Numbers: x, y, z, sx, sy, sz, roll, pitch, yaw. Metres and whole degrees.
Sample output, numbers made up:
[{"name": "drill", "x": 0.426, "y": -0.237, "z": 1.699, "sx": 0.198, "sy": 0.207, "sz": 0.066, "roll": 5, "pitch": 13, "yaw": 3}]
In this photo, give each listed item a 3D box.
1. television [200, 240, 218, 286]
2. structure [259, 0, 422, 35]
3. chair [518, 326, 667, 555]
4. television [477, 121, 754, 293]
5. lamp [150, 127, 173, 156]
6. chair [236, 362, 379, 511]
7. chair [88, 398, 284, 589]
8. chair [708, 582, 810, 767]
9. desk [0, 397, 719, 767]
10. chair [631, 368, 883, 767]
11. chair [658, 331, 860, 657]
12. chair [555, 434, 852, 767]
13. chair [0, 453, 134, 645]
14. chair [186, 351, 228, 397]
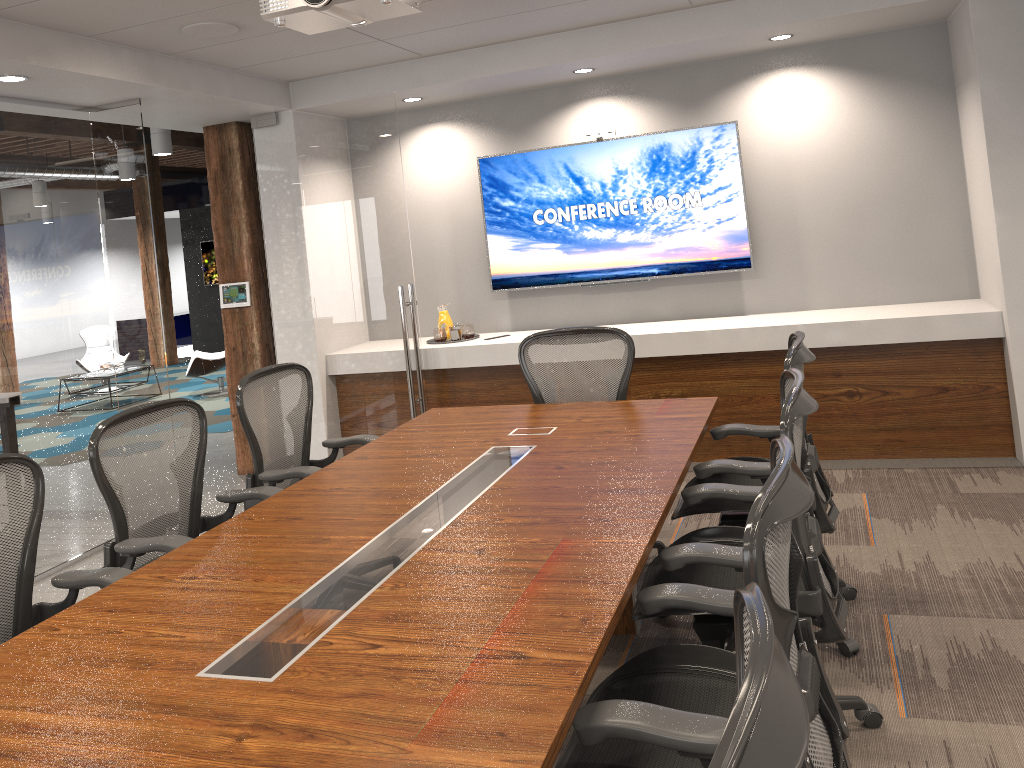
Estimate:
[{"name": "television", "x": -4.794, "y": -2.159, "z": 15.201, "sx": 1.454, "sy": 0.795, "sz": 0.049, "roll": -4, "pitch": 0, "yaw": 19}, {"name": "structure", "x": -0.606, "y": -1.477, "z": 2.996, "sx": 0.458, "sy": 0.454, "sz": 0.322, "roll": -5, "pitch": 3, "yaw": 19}, {"name": "chair", "x": 0.319, "y": 0.307, "z": 4.061, "sx": 0.769, "sy": 1.087, "sz": 0.799, "roll": -6, "pitch": 3, "yaw": 3}, {"name": "television", "x": 0.691, "y": -1.264, "z": 6.223, "sx": 1.898, "sy": 1.105, "sz": 0.065, "roll": -4, "pitch": 0, "yaw": 19}, {"name": "lamp", "x": -3.850, "y": -3.388, "z": 9.368, "sx": 0.202, "sy": 1.858, "sz": 0.207, "roll": -7, "pitch": -1, "yaw": 20}, {"name": "chair", "x": -0.817, "y": 0.452, "z": 3.941, "sx": 0.757, "sy": 1.087, "sz": 0.812, "roll": -5, "pitch": 3, "yaw": 26}, {"name": "chair", "x": -1.111, "y": 0.608, "z": 3.228, "sx": 0.791, "sy": 1.087, "sz": 0.776, "roll": -6, "pitch": 3, "yaw": 3}, {"name": "chair", "x": 0.068, "y": 0.854, "z": 1.074, "sx": 0.756, "sy": 1.087, "sz": 0.812, "roll": -5, "pitch": 3, "yaw": 21}, {"name": "desk", "x": -0.682, "y": 1.067, "z": 1.254, "sx": 1.396, "sy": 0.748, "sz": 6.153, "roll": -4, "pitch": 10, "yaw": 20}, {"name": "chair", "x": 0.615, "y": 0.529, "z": 2.600, "sx": 0.756, "sy": 1.087, "sz": 0.812, "roll": -5, "pitch": 3, "yaw": 30}, {"name": "chair", "x": 0.871, "y": 0.370, "z": 3.357, "sx": 0.756, "sy": 1.087, "sz": 0.812, "roll": -5, "pitch": 3, "yaw": 21}, {"name": "chair", "x": 0.369, "y": 0.696, "z": 1.793, "sx": 0.791, "sy": 1.087, "sz": 0.777, "roll": -6, "pitch": 3, "yaw": 5}, {"name": "chair", "x": -1.333, "y": 0.772, "z": 2.424, "sx": 0.758, "sy": 1.087, "sz": 0.811, "roll": -6, "pitch": 3, "yaw": 12}, {"name": "chair", "x": -3.681, "y": -0.354, "z": 10.867, "sx": 0.798, "sy": 0.918, "sz": 0.672, "roll": -9, "pitch": 4, "yaw": -33}]
